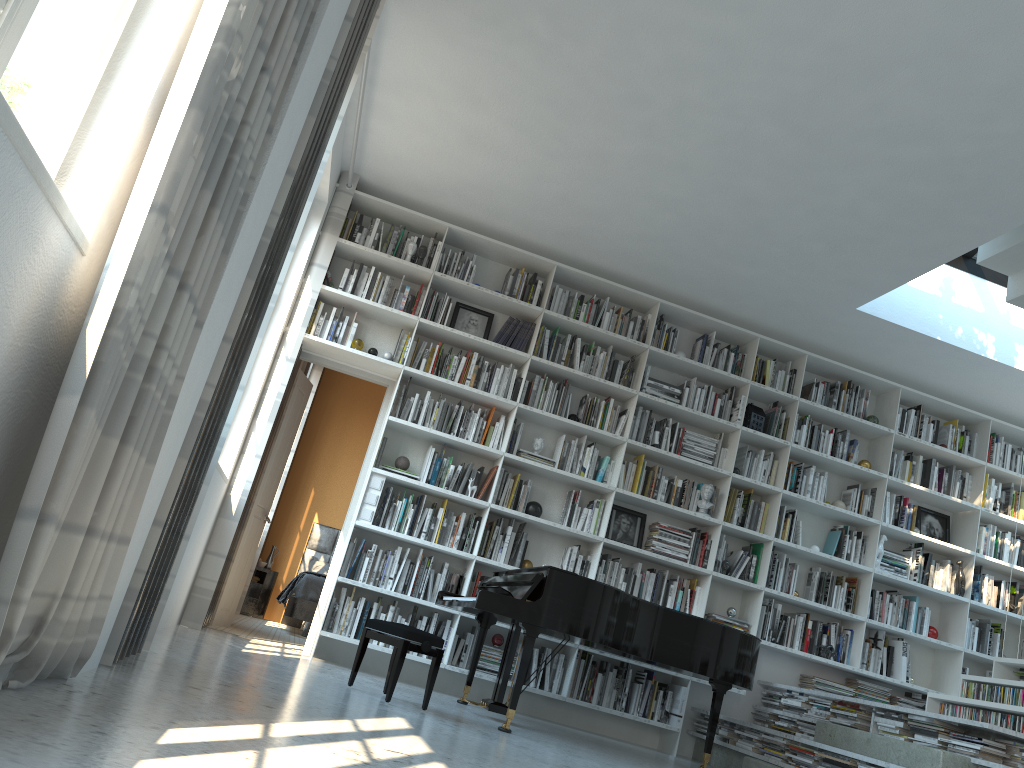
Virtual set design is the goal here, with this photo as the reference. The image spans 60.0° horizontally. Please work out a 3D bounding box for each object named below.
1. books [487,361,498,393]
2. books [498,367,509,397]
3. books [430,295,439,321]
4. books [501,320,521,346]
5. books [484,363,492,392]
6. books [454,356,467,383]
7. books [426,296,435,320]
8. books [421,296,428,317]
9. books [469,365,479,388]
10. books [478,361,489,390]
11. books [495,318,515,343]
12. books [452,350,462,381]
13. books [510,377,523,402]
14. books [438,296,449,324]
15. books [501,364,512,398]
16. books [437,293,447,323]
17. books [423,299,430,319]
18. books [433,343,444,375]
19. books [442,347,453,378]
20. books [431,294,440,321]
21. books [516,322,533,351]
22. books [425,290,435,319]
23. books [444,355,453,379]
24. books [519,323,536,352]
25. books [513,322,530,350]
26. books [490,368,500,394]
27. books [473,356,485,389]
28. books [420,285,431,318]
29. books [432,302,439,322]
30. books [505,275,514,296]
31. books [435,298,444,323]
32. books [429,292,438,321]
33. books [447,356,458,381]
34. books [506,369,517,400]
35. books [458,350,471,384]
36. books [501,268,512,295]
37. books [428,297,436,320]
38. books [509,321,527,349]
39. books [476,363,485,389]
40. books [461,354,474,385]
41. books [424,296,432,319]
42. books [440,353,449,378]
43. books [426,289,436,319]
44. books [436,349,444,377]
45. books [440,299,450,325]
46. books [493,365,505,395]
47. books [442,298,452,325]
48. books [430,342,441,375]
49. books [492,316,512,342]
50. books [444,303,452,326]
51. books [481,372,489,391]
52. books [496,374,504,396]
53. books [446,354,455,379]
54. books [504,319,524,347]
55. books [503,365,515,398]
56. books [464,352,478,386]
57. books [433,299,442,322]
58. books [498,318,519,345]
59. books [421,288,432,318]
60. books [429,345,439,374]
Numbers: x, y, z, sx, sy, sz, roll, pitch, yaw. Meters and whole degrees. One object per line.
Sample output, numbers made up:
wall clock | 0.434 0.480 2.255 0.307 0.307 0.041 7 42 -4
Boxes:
books | -0.160 -0.016 6.439 0.012 0.280 0.188 18 -16 -9
books | -0.087 0.021 6.467 0.024 0.265 0.155 18 -16 -9
books | -0.585 -0.509 6.452 0.010 0.248 0.166 18 -16 -9
books | -0.040 -0.338 6.561 0.110 0.279 0.174 18 -16 -9
books | -0.188 -0.010 6.450 0.035 0.260 0.131 18 -16 -9
books | -0.394 -0.069 6.402 0.047 0.237 0.163 18 -16 -9
books | -0.606 -0.509 6.433 0.009 0.228 0.185 18 -16 -9
books | -0.656 -0.518 6.458 0.006 0.232 0.136 18 -16 -9
books | -0.295 -0.022 6.390 0.029 0.195 0.192 18 -16 -9
books | -0.231 -0.025 6.439 0.029 0.260 0.158 18 -16 -9
books | -0.083 -0.352 6.553 0.110 0.279 0.174 18 -16 -9
books | -0.417 -0.096 6.398 0.014 0.272 0.181 18 -16 -9
books | 0.010 0.071 6.432 0.039 0.201 0.236 18 -16 -9
books | -0.517 -0.496 6.448 0.023 0.257 0.183 18 -16 -9
books | -0.060 0.008 6.445 0.012 0.290 0.182 18 -16 -9
books | -0.529 -0.509 6.458 0.005 0.280 0.191 18 -16 -9
books | -0.638 -0.503 6.438 0.015 0.206 0.172 18 -16 -9
books | -0.545 -0.144 6.366 0.011 0.276 0.164 18 -16 -9
books | -0.483 -0.118 6.394 0.012 0.276 0.151 18 -16 -9
books | -0.574 -0.510 6.432 0.004 0.245 0.189 18 -16 -9
books | 0.063 -0.310 6.580 0.078 0.285 0.174 18 -16 -9
books | -0.614 -0.533 6.450 0.005 0.276 0.147 18 -16 -9
books | -0.475 -0.089 6.377 0.014 0.217 0.164 18 -16 -9
books | 0.088 -0.306 6.570 0.078 0.285 0.174 18 -16 -9
books | 0.041 -0.316 6.580 0.078 0.285 0.174 18 -16 -9
books | -0.145 0.012 6.431 0.030 0.230 0.172 18 -16 -9
books | -0.264 -0.050 6.433 0.025 0.285 0.161 18 -16 -9
books | -0.647 -0.555 6.433 0.005 0.292 0.184 18 -16 -9
books | -0.580 -0.484 6.468 0.012 0.214 0.132 18 -16 -9
books | -0.045 -0.686 6.623 0.028 0.217 0.153 18 -16 -9
books | -0.546 -0.495 6.452 0.019 0.243 0.153 18 -16 -9
books | -0.590 -0.519 6.443 0.009 0.259 0.184 18 -16 -9
books | -0.444 -0.078 6.382 0.031 0.216 0.173 18 -16 -9
books | -0.023 0.037 6.458 0.035 0.263 0.178 18 -16 -9
books | -0.357 -0.090 6.419 0.014 0.303 0.152 18 -16 -9
books | -0.059 -0.717 6.640 0.013 0.277 0.151 18 -16 -9
books | -0.599 -0.503 6.423 0.004 0.213 0.187 18 -16 -9
books | 0.020 -0.324 6.572 0.078 0.285 0.174 18 -16 -9
books | -0.251 -0.022 6.418 0.013 0.231 0.172 18 -16 -9
books | -0.340 -0.073 6.400 0.023 0.270 0.187 18 -16 -9
books | -0.624 -0.516 6.445 0.005 0.237 0.154 18 -16 -9
books | -0.502 -0.099 6.390 0.012 0.230 0.150 18 -16 -9
books | -0.608 -0.536 6.455 0.006 0.288 0.144 18 -16 -9
books | -0.526 -0.118 6.383 0.047 0.249 0.134 18 -16 -9
books | -0.504 -0.485 6.458 0.011 0.249 0.168 18 -16 -9
books | -0.116 0.006 6.440 0.022 0.262 0.175 18 -16 -9
books | -0.493 -0.484 6.459 0.012 0.254 0.167 18 -16 -9
books | -0.562 -0.148 6.374 0.020 0.280 0.165 18 -16 -9
books | -0.102 -0.361 6.541 0.110 0.279 0.174 18 -16 -9
books | -0.485 -0.463 6.448 0.012 0.213 0.186 18 -16 -9
books | -0.217 0.017 6.431 0.022 0.185 0.137 18 -16 -9
books | -0.110 0.040 6.447 0.013 0.205 0.172 18 -16 -9
books | -0.463 -0.089 6.387 0.011 0.228 0.170 18 -16 -9
books | -0.007 -0.336 6.547 0.097 0.281 0.174 18 -16 -9
books | -0.047 0.017 6.460 0.022 0.288 0.169 18 -16 -9
books | -0.312 -0.073 6.401 0.030 0.285 0.185 18 -16 -9
books | -0.557 -0.489 6.437 0.018 0.218 0.187 18 -16 -9
books | -0.057 -0.349 6.540 0.110 0.279 0.174 18 -16 -9
books | -0.637 -0.545 6.444 0.006 0.286 0.148 18 -16 -9
books | -0.580 -0.141 6.364 0.014 0.252 0.187 18 -16 -9
